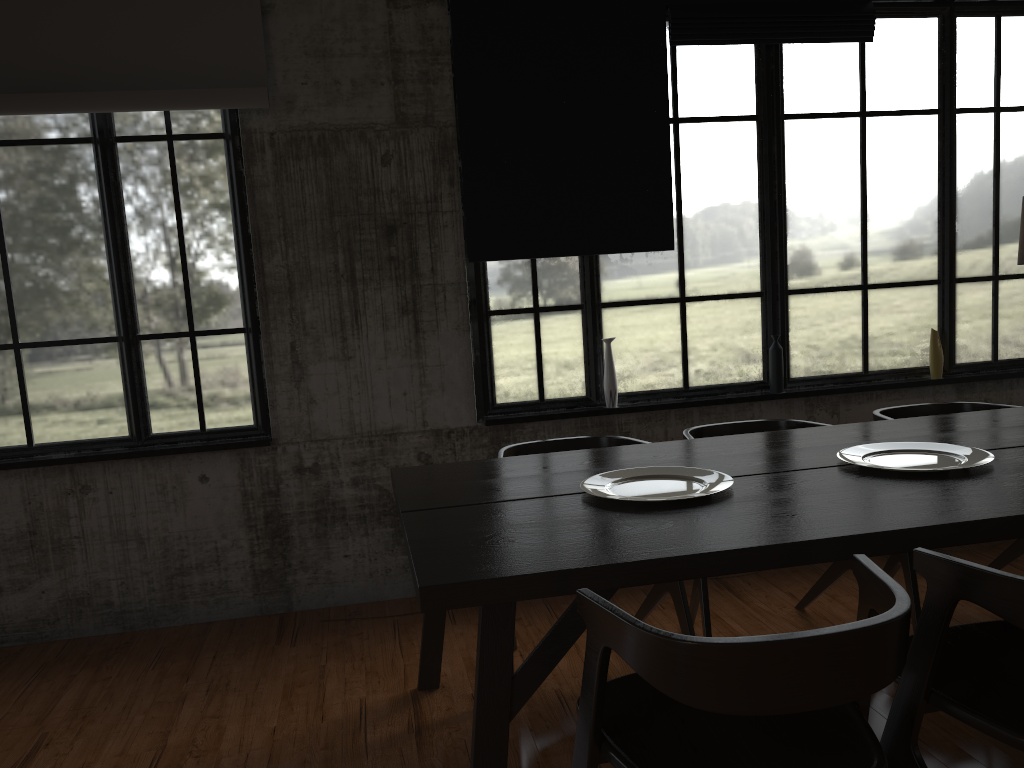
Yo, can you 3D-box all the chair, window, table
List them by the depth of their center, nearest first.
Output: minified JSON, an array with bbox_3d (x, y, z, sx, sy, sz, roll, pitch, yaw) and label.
[{"bbox_3d":[0.573,0.969,2.236,0.878,0.997,0.766,-5,7,-9],"label":"chair"},{"bbox_3d":[1.458,0.895,2.386,0.878,0.997,0.767,-5,7,-10],"label":"chair"},{"bbox_3d":[1.473,0.782,3.378,3.700,1.010,1.633,-5,7,-10],"label":"table"},{"bbox_3d":[0.326,0.794,4.036,0.878,0.997,0.767,-5,7,-10],"label":"chair"},{"bbox_3d":[1.211,0.720,4.187,0.878,0.997,0.766,-5,7,-9],"label":"chair"},{"bbox_3d":[2.208,0.636,4.365,0.878,0.997,0.766,-5,7,-10],"label":"chair"},{"bbox_3d":[-3.530,-1.196,4.379,4.302,3.450,0.050,-5,8,-10],"label":"window"},{"bbox_3d":[1.552,-1.621,5.244,3.810,3.450,0.050,-5,8,-10],"label":"window"}]

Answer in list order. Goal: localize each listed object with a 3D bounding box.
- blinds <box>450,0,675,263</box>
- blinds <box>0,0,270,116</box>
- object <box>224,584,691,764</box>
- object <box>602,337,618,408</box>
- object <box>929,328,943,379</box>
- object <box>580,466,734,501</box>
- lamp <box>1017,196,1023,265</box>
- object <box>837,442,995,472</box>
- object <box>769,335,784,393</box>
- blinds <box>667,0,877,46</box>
[{"bbox_3d":[0.271,-1.987,4.888,1.215,2.545,0.034,-5,8,-10],"label":"blinds"},{"bbox_3d":[-3.499,-2.119,4.076,4.464,1.783,0.136,-5,8,-10],"label":"blinds"},{"bbox_3d":[5.201,0.943,1.336,20.821,0.660,8.738,-5,6,-10],"label":"object"},{"bbox_3d":[0.573,-0.065,5.177,0.082,0.412,0.082,3,10,40],"label":"object"},{"bbox_3d":[2.646,-0.192,5.529,0.073,0.320,0.074,3,10,42],"label":"object"},{"bbox_3d":[0.502,0.354,3.092,0.527,0.025,0.524,-4,6,0],"label":"object"},{"bbox_3d":[3.289,-0.051,5.027,0.752,2.065,0.749,-3,8,2],"label":"lamp"},{"bbox_3d":[1.474,0.273,3.257,0.527,0.025,0.524,-4,6,0],"label":"object"},{"bbox_3d":[1.595,-0.120,5.351,0.080,0.353,0.080,-1,8,21],"label":"object"},{"bbox_3d":[1.463,-2.651,4.998,1.254,1.404,0.051,-5,8,-10],"label":"blinds"}]
